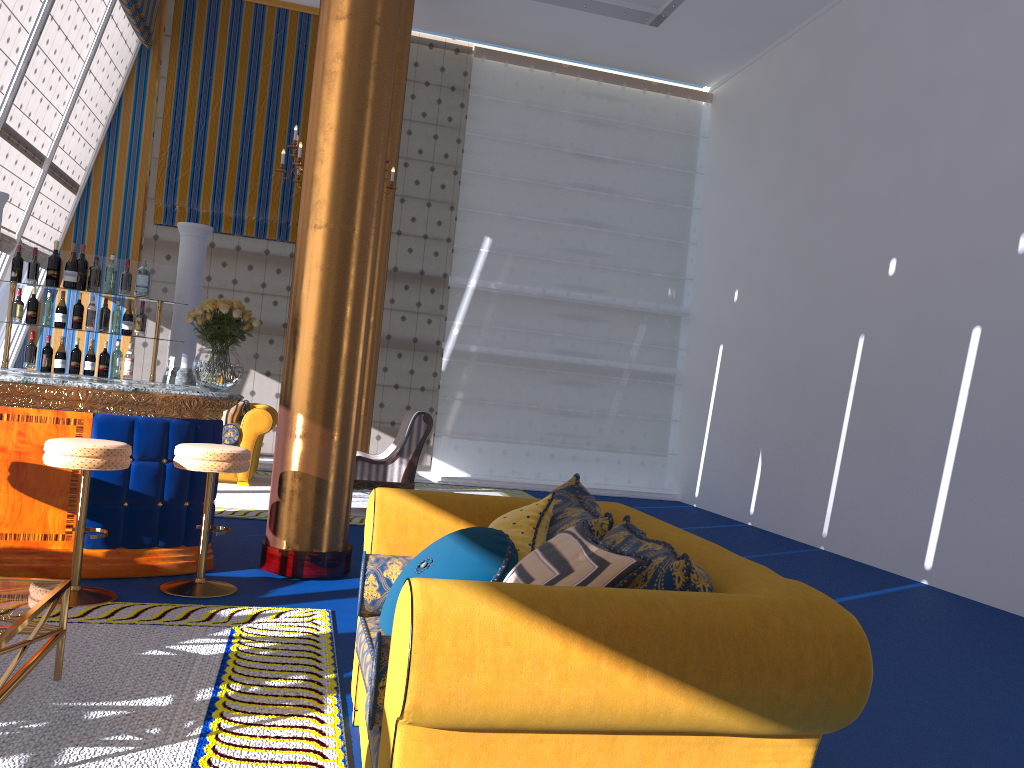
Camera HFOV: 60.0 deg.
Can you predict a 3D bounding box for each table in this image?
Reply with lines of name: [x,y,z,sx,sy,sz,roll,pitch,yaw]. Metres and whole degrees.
table: [-2.021,0.865,2.730,0.980,0.369,0.902,6,-1,-14]

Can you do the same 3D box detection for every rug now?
rug: [-2.480,1.091,9.002,6.291,0.011,3.574,6,-1,-14]
rug: [-1.970,1.036,1.182,3.611,0.010,6.223,6,-1,-14]

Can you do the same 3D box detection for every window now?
window: [-3.641,-2.045,3.415,1.627,5.855,15.385,6,-1,-13]

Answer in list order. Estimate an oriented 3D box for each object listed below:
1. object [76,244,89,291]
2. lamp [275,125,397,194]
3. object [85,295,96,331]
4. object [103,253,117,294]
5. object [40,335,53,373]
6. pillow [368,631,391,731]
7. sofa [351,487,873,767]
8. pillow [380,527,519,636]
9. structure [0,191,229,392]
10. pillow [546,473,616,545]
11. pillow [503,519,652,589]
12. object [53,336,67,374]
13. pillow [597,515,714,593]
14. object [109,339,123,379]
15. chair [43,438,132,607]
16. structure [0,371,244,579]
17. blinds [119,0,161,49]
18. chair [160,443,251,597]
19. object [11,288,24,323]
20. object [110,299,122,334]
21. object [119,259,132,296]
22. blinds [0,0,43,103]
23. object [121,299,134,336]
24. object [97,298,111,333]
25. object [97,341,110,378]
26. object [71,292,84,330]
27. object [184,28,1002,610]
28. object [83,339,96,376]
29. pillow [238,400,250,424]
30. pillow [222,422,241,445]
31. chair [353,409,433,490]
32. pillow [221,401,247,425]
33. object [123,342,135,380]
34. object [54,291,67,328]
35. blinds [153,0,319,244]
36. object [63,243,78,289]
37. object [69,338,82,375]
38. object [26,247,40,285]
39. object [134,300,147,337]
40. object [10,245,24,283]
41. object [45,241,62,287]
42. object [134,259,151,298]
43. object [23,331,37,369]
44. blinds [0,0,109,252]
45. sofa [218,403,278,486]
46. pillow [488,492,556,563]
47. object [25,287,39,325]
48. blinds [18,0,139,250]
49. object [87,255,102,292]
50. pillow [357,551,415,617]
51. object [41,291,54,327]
object: [-2.840,-0.768,5.850,0.081,0.303,0.081,6,0,3]
lamp: [-1.544,-2.952,8.369,1.071,2.421,1.048,6,0,-37]
object: [-2.778,-0.471,5.858,0.057,0.239,0.056,6,0,-39]
object: [-2.663,-0.735,5.890,0.069,0.271,0.069,6,0,-3]
object: [-3.038,-0.198,5.801,0.066,0.244,0.065,6,0,-10]
pillow: [-0.141,0.700,2.077,0.374,0.219,0.214,6,-1,-9]
sofa: [0.068,0.839,2.638,1.016,0.854,1.839,6,-1,-12]
pillow: [-0.186,0.605,2.617,0.455,0.367,0.395,5,-1,37]
structure: [-3.095,-0.112,5.926,2.330,2.196,0.763,6,0,-23]
pillow: [0.145,0.646,2.935,0.355,0.672,0.599,6,0,-5]
pillow: [0.096,0.607,2.305,0.329,0.456,0.519,6,-1,-14]
object: [-2.961,-0.190,5.822,0.069,0.244,0.068,6,0,-32]
pillow: [0.282,0.684,2.363,0.341,0.610,0.612,6,-1,-8]
object: [-2.665,-0.169,5.983,0.068,0.269,0.069,5,0,37]
chair: [-2.142,0.669,4.413,0.394,0.782,0.402,5,0,36]
structure: [-2.739,0.479,4.927,2.331,1.065,0.763,6,-1,-25]
blinds: [-4.221,-4.463,10.079,0.340,0.830,1.516,6,-1,-13]
chair: [-1.660,0.723,4.820,0.403,0.782,0.394,6,-1,-43]
object: [-3.170,-0.504,5.695,0.067,0.225,0.065,6,0,-44]
object: [-2.649,-0.452,5.945,0.058,0.230,0.059,5,0,36]
object: [-2.585,-0.715,5.949,0.071,0.246,0.073,5,0,36]
blinds: [-4.106,-2.956,7.118,0.879,3.394,1.358,6,0,-13]
object: [-2.580,-0.449,5.963,0.069,0.244,0.068,6,0,-32]
object: [-2.713,-0.459,5.906,0.072,0.232,0.071,6,0,-35]
object: [-2.727,-0.165,5.934,0.066,0.244,0.065,6,0,-32]
object: [-2.853,-0.481,5.835,0.066,0.244,0.065,6,0,-32]
object: [0.655,-6.888,4.091,63.456,33.601,63.095,6,-1,-7]
object: [-2.801,-0.176,5.894,0.069,0.244,0.068,6,0,-32]
pillow: [-3.210,0.434,9.716,0.616,0.610,0.338,6,0,-9]
pillow: [-2.940,0.518,9.303,0.215,0.219,0.371,6,-1,-9]
chair: [-1.234,0.708,8.523,0.788,0.966,0.790,6,0,-13]
pillow: [-3.151,0.379,9.525,0.524,0.456,0.325,6,0,-14]
object: [-2.592,-0.157,6.011,0.061,0.258,0.061,6,0,-13]
object: [-2.943,-0.487,5.796,0.069,0.244,0.068,6,0,-32]
blinds: [-2.950,-3.294,11.162,2.675,2.990,0.151,6,0,-14]
object: [-2.883,-0.772,5.814,0.085,0.302,0.084,6,0,-19]
object: [-2.875,-0.184,5.848,0.066,0.244,0.065,6,0,-32]
object: [-3.132,-0.771,5.809,0.071,0.246,0.073,5,0,36]
object: [-2.502,-0.441,5.987,0.071,0.244,0.072,6,0,7]
object: [-3.203,-0.779,5.747,0.066,0.244,0.065,6,0,-10]
object: [-2.985,-0.783,5.787,0.081,0.303,0.081,6,0,-8]
object: [-2.499,-0.714,6.012,0.092,0.259,0.091,6,0,-31]
object: [-3.114,-0.223,5.744,0.072,0.242,0.070,6,0,-32]
blinds: [-4.454,-2.971,8.613,0.879,3.394,1.358,6,0,-13]
sofa: [-3.506,0.574,9.512,1.856,0.854,1.006,6,-1,-12]
pillow: [0.009,0.586,2.851,0.232,0.491,0.609,6,-1,-8]
object: [-3.100,-0.507,5.739,0.066,0.244,0.065,6,0,-32]
blinds: [-4.790,-2.985,10.051,0.879,3.394,1.358,6,0,-13]
object: [-2.760,-0.730,5.872,0.075,0.247,0.077,5,0,40]
pillow: [-0.332,0.694,3.041,0.379,0.219,0.214,6,-1,-9]
object: [-3.019,-0.491,5.774,0.058,0.230,0.059,5,0,36]
